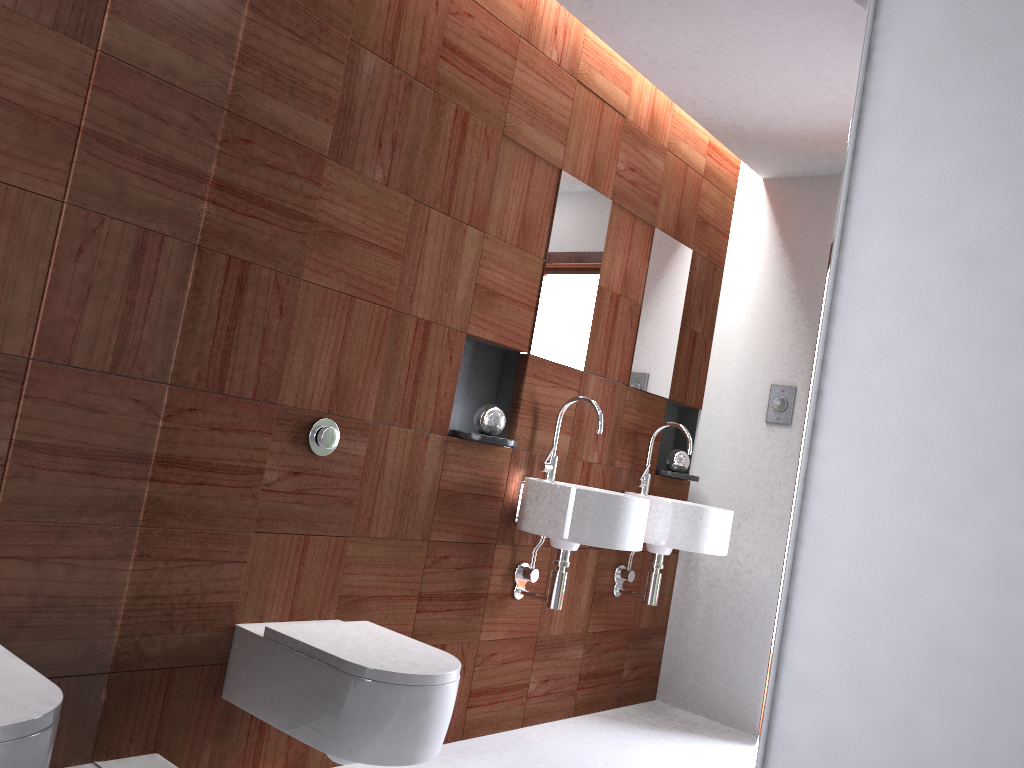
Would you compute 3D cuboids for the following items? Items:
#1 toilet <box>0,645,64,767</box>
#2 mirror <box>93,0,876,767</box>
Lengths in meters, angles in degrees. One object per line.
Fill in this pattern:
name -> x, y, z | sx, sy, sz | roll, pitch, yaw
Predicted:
toilet -> -0.958, 0.591, 1.389 | 0.547, 0.284, 0.329 | 6, -6, 40
mirror -> -0.157, -0.203, 1.535 | 1.433, 2.183, 0.019 | 6, -6, 40
